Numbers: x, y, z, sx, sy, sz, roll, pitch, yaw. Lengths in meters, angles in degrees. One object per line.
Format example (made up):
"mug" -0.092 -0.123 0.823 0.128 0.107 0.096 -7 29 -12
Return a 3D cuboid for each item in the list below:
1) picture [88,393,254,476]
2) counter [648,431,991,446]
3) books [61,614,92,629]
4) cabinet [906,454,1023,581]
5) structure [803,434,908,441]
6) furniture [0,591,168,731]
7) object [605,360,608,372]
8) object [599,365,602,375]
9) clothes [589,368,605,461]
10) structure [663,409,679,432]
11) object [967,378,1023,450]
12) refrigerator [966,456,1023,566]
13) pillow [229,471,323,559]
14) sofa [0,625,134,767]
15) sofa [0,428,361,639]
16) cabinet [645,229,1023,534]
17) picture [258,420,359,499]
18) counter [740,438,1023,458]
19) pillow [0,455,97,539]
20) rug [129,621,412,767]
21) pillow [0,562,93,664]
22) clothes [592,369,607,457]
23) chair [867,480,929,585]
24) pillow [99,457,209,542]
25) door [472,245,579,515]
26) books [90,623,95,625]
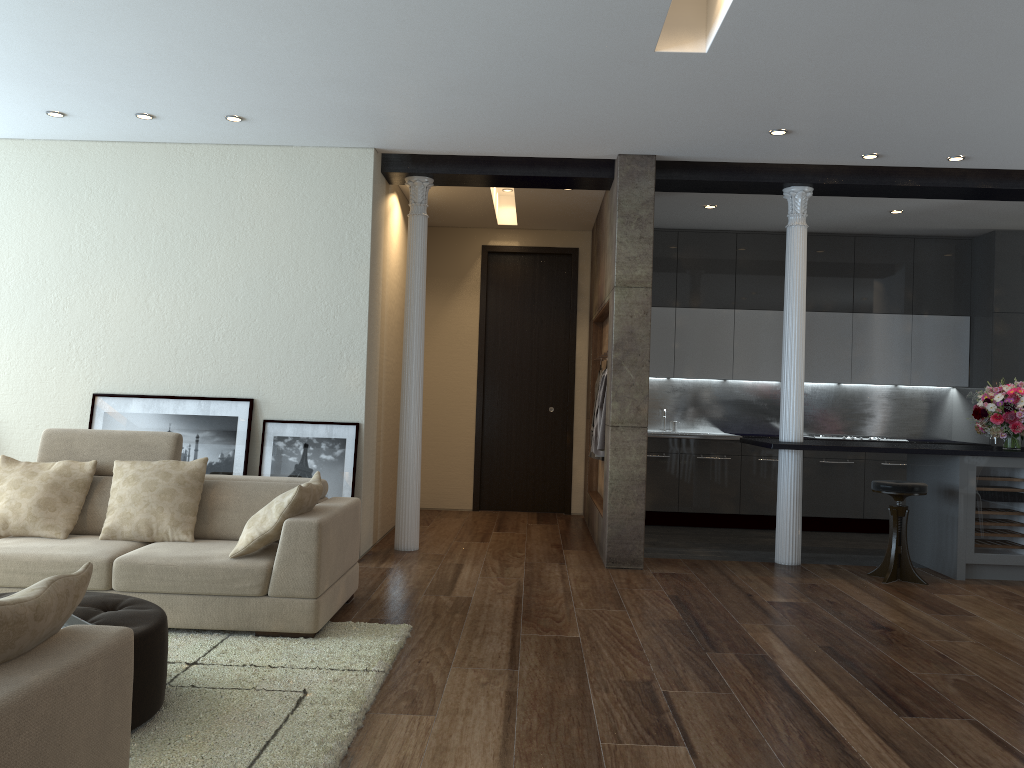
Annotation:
"picture" -2.495 0.655 6.366 1.183 1.140 0.225 2 -1 1
"counter" 2.830 0.644 8.994 3.597 0.223 0.807 2 -1 1
"books" -1.567 0.818 2.955 0.220 0.040 0.301 1 -1 36
"cabinet" 3.543 0.979 6.821 0.642 0.897 0.900 2 -1 1
"structure" 3.436 0.554 8.939 0.900 0.066 0.520 2 -1 1
"furniture" -1.782 1.000 3.131 1.057 0.355 1.057 2 -1 3
"object" 0.789 -0.152 7.328 0.010 0.219 0.430 2 -1 1
"object" 0.823 -0.136 8.230 0.010 0.219 0.430 2 -1 1
"clothes" 0.793 0.277 8.230 0.141 0.855 0.569 2 -1 2
"structure" 1.655 0.391 9.243 0.183 0.249 0.224 2 -1 2
"object" 3.797 0.223 6.729 0.544 0.552 0.570 2 -1 8
"refrigerator" 3.562 0.913 6.390 0.578 0.774 0.075 2 -1 5
"pillow" -1.173 0.656 4.508 0.395 0.393 0.518 2 -1 -2
"sofa" -2.257 0.684 1.810 2.581 0.950 1.021 2 -1 1
"sofa" -2.184 0.735 4.756 2.581 0.950 1.021 2 -1 1
"cabinet" 4.757 0.004 8.948 7.409 2.980 0.827 2 -1 1
"picture" -1.478 0.763 6.353 0.700 0.988 0.195 2 -1 1
"counter" 3.729 0.516 6.825 3.700 0.040 1.000 2 -1 1
"pillow" -2.551 0.604 4.768 0.519 0.416 0.368 2 -1 -3
"rug" -2.670 1.157 3.127 4.231 0.020 2.972 2 -1 1
"pillow" -1.234 0.613 2.011 0.395 0.393 0.518 2 -1 5
"clothes" 0.762 0.235 7.333 0.173 0.735 0.700 2 -1 0
"chair" 1.890 1.091 3.052 16.134 0.952 21.556 2 -1 1
"pillow" -1.926 0.614 4.765 0.534 0.439 0.301 2 -1 -2
"door" 0.150 -0.045 9.462 1.037 2.814 0.246 2 -1 1
"books" -1.589 0.825 2.970 0.219 0.031 0.300 2 -1 16
